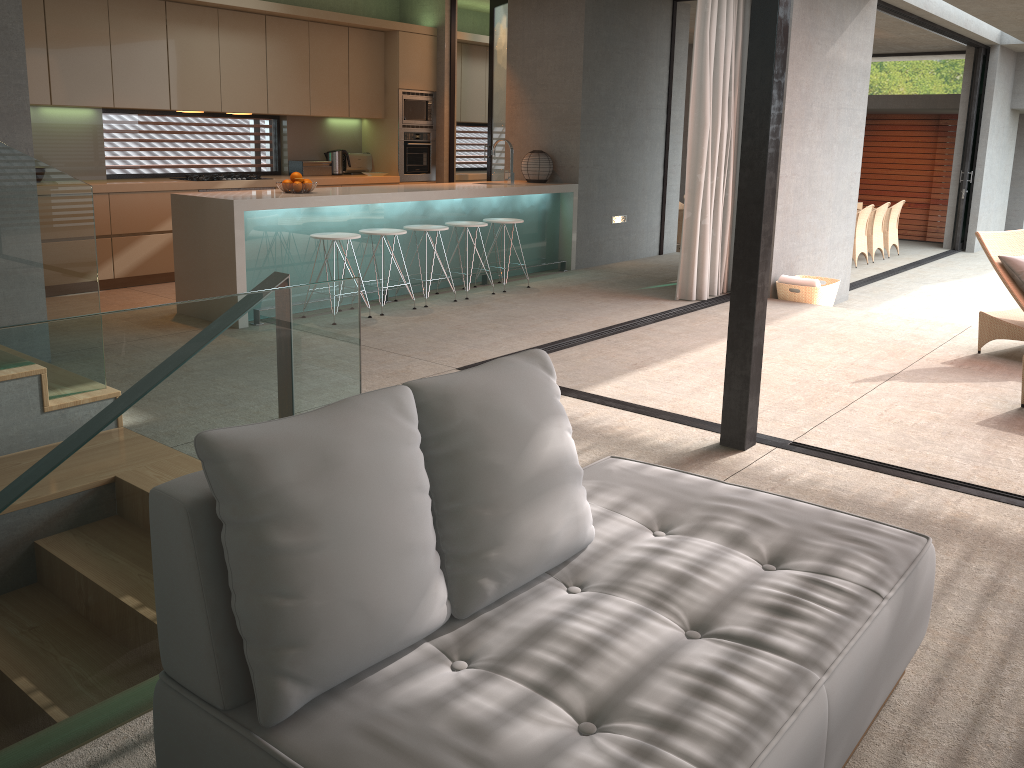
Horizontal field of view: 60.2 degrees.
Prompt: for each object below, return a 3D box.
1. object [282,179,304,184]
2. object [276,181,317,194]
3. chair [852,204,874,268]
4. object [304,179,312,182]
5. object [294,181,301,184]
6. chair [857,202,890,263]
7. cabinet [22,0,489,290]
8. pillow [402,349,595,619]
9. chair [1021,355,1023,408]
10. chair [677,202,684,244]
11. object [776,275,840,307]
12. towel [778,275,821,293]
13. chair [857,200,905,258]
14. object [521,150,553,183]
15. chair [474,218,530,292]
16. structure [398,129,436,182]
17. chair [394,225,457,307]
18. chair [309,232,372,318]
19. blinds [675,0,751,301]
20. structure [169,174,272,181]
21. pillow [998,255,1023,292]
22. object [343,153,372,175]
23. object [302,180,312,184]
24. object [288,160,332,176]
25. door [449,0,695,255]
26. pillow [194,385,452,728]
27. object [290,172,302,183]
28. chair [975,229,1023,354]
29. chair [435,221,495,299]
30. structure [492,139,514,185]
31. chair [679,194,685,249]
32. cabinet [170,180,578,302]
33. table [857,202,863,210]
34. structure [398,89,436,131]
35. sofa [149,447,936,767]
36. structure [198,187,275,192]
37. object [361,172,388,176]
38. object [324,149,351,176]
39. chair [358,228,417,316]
[{"bbox_3d":[-1.696,-1.538,6.836,0.173,0.098,0.098,0,14,-6],"label":"object"},{"bbox_3d":[-1.678,-1.534,6.894,0.318,0.081,0.318,13,19,37],"label":"object"},{"bbox_3d":[4.686,-2.101,12.368,0.635,0.849,0.623,11,16,38],"label":"chair"},{"bbox_3d":[-1.616,-1.567,6.952,0.094,0.093,0.095,8,15,27],"label":"object"},{"bbox_3d":[-1.652,-1.521,6.809,0.081,0.080,0.082,-4,15,-22],"label":"object"},{"bbox_3d":[5.151,-2.249,12.934,0.635,0.849,0.623,11,16,38],"label":"chair"},{"bbox_3d":[-1.658,-2.437,8.874,1.980,2.523,7.548,11,18,37],"label":"cabinet"},{"bbox_3d":[-0.019,0.200,2.009,0.268,0.475,0.497,11,17,38],"label":"pillow"},{"bbox_3d":[3.730,-0.057,4.069,0.704,0.813,2.324,-8,18,-35],"label":"chair"},{"bbox_3d":[2.505,-2.366,13.132,0.635,0.849,0.623,11,16,38],"label":"chair"},{"bbox_3d":[2.720,-0.801,8.145,0.449,0.295,0.687,12,19,37],"label":"object"},{"bbox_3d":[2.631,-0.825,8.017,0.372,0.307,0.312,12,17,38],"label":"towel"},{"bbox_3d":[5.616,-2.396,13.499,0.635,0.849,0.623,11,16,38],"label":"chair"},{"bbox_3d":[0.264,-2.283,9.271,0.342,0.329,0.344,9,16,29],"label":"object"},{"bbox_3d":[-0.086,-1.192,8.099,0.385,0.614,0.385,11,16,38],"label":"chair"},{"bbox_3d":[-1.247,-2.668,10.304,0.501,0.570,0.602,12,17,37],"label":"structure"},{"bbox_3d":[-0.714,-0.991,7.330,0.385,0.614,0.385,11,16,38],"label":"chair"},{"bbox_3d":[-1.314,-0.801,6.601,0.385,0.614,0.385,11,16,38],"label":"chair"},{"bbox_3d":[1.782,-2.214,7.695,0.231,2.887,0.894,9,14,34],"label":"blinds"},{"bbox_3d":[-2.796,-1.974,8.538,0.467,0.089,0.847,13,20,37],"label":"structure"},{"bbox_3d":[3.627,-0.661,5.961,0.611,0.420,0.432,-8,16,-32],"label":"pillow"},{"bbox_3d":[-1.790,-2.525,10.119,0.151,0.243,0.393,11,17,37],"label":"object"},{"bbox_3d":[-1.591,-1.540,6.865,0.087,0.085,0.088,9,15,28],"label":"object"},{"bbox_3d":[-2.193,-2.349,9.620,0.242,0.157,0.404,12,19,37],"label":"object"},{"bbox_3d":[-0.814,-0.672,4.625,5.778,4.399,15.593,4,16,11],"label":"door"},{"bbox_3d":[-0.323,0.285,1.640,0.240,0.490,0.497,11,16,38],"label":"pillow"},{"bbox_3d":[-1.687,-1.612,6.913,0.095,0.093,0.095,-7,16,-30],"label":"object"},{"bbox_3d":[4.035,-0.407,5.342,0.703,0.813,2.327,-7,17,-31],"label":"chair"},{"bbox_3d":[-0.403,-1.091,7.712,0.385,0.614,0.385,11,16,38],"label":"chair"},{"bbox_3d":[-0.104,-2.200,8.753,0.260,0.434,0.098,11,15,38],"label":"structure"},{"bbox_3d":[2.970,-2.514,13.698,0.635,0.849,0.623,11,16,38],"label":"chair"},{"bbox_3d":[-0.927,-1.310,7.945,0.806,0.884,4.164,12,18,37],"label":"cabinet"},{"bbox_3d":[4.069,-2.331,13.325,1.290,0.744,3.291,13,19,37],"label":"table"},{"bbox_3d":[-1.250,-3.163,10.217,0.463,0.430,0.602,12,18,37],"label":"structure"},{"bbox_3d":[0.204,0.466,1.952,1.021,0.721,1.612,12,18,37],"label":"sofa"},{"bbox_3d":[-2.612,-1.617,8.445,0.080,0.492,0.837,10,17,37],"label":"structure"},{"bbox_3d":[-1.542,-2.369,9.974,0.310,0.034,0.315,3,16,7],"label":"object"},{"bbox_3d":[-1.951,-2.471,9.844,0.179,0.281,0.280,13,18,42],"label":"object"},{"bbox_3d":[-1.016,-0.896,6.963,0.385,0.614,0.385,11,16,38],"label":"chair"}]
